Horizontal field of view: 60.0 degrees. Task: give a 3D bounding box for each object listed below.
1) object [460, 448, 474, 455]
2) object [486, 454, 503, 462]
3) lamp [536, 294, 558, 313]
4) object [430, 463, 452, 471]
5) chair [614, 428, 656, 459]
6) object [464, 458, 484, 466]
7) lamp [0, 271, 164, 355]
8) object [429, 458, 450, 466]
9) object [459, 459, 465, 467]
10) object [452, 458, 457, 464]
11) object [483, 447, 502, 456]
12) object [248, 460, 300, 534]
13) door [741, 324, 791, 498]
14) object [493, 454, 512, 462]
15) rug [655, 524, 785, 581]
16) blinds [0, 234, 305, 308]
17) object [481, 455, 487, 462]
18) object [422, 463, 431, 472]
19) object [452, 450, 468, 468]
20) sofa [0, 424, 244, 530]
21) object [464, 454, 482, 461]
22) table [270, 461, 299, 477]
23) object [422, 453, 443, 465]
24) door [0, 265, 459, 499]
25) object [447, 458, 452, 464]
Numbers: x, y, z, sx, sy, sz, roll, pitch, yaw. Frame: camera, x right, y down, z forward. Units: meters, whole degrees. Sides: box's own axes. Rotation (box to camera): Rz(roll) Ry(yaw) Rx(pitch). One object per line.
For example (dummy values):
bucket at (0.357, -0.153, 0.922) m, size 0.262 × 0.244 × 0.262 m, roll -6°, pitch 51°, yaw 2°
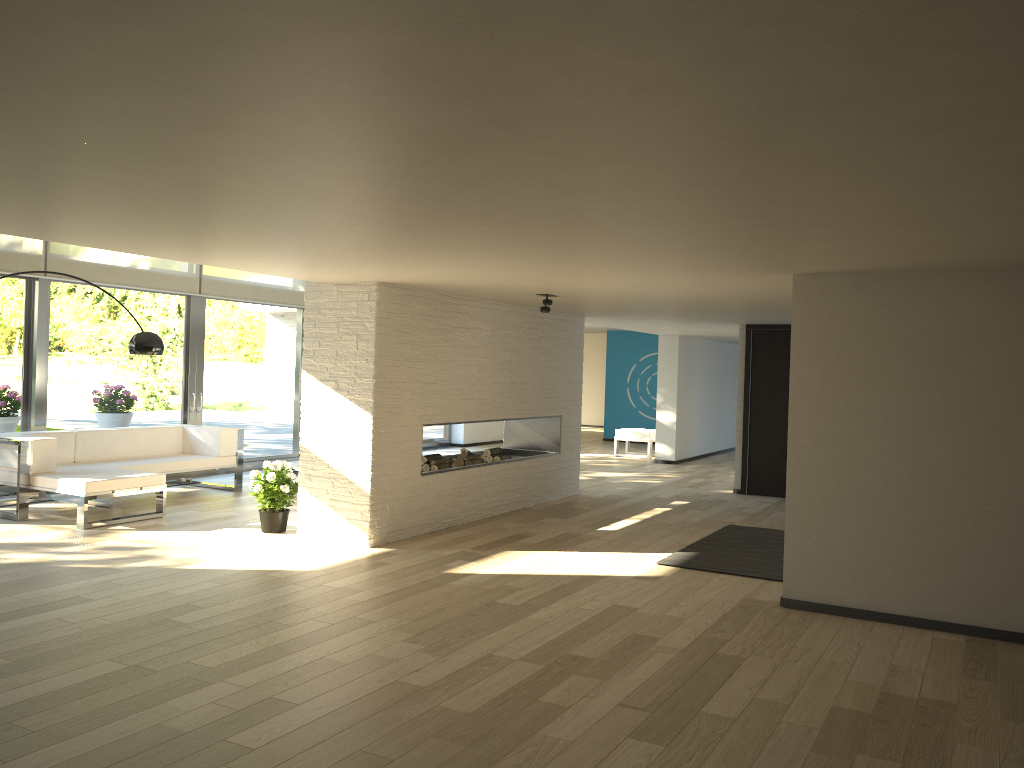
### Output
object at (-0.403, 0.689, 8.479) m, size 0.093 × 0.170 × 0.271 m, roll 2°, pitch 1°, yaw 27°
object at (-0.169, 0.739, 8.834) m, size 0.076 × 0.076 × 0.236 m, roll 2°, pitch 1°, yaw 27°
lamp at (0.277, -0.648, 7.192) m, size 0.135 × 0.153 × 0.234 m, roll 2°, pitch 1°, yaw 29°
object at (-0.624, 0.740, 7.833) m, size 0.082 × 0.073 × 0.237 m, roll 2°, pitch 1°, yaw 28°
chair at (2.072, 0.965, 14.498) m, size 0.611 × 0.442 × 0.610 m, roll 2°, pitch 1°, yaw 29°
object at (-0.352, 0.741, 8.333) m, size 0.082 × 0.073 × 0.237 m, roll 2°, pitch 1°, yaw 28°
lamp at (-3.803, 0.085, 7.269) m, size 1.753 × 2.024 × 0.282 m, roll 2°, pitch 0°, yaw -19°
object at (-0.644, 0.697, 7.872) m, size 0.064 × 0.060 × 0.229 m, roll 2°, pitch 1°, yaw 30°
object at (-0.426, 0.738, 8.362) m, size 0.076 × 0.076 × 0.236 m, roll 2°, pitch 1°, yaw 27°
object at (-0.485, 0.736, 8.408) m, size 0.075 × 0.074 × 0.245 m, roll 2°, pitch 1°, yaw 27°
object at (-0.192, 0.674, 8.859) m, size 0.082 × 0.073 × 0.237 m, roll 2°, pitch 1°, yaw 28°
object at (-1.869, 0.889, 7.028) m, size 0.430 × 0.571 × 0.405 m, roll 2°, pitch 0°, yaw -40°
door at (3.071, 0.304, 9.970) m, size 0.920 × 1.947 × 0.108 m, roll 2°, pitch 0°, yaw 29°
object at (-0.095, 0.742, 8.805) m, size 0.082 × 0.073 × 0.237 m, roll 2°, pitch 1°, yaw 28°
rug at (1.912, 1.281, 6.883) m, size 0.979 × 0.011 × 1.998 m, roll 2°, pitch 1°, yaw 29°
blinds at (-3.560, -1.490, 10.114) m, size 0.056 × 0.984 × 11.528 m, roll 2°, pitch 1°, yaw 29°
object at (-0.227, 0.737, 8.880) m, size 0.075 × 0.074 × 0.245 m, roll 2°, pitch 1°, yaw 27°
object at (-0.699, 0.737, 7.862) m, size 0.076 × 0.076 × 0.236 m, roll 2°, pitch 1°, yaw 27°
object at (-0.493, 0.692, 8.208) m, size 0.064 × 0.165 × 0.225 m, roll 2°, pitch 1°, yaw 28°
sofa at (-3.438, 0.776, 8.189) m, size 1.546 × 0.654 × 2.404 m, roll 2°, pitch 1°, yaw 29°
object at (-0.372, 0.698, 8.372) m, size 0.064 × 0.060 × 0.229 m, roll 2°, pitch 1°, yaw 30°
table at (-1.650, 0.990, 9.283) m, size 1.220 × 0.305 × 1.220 m, roll 2°, pitch 1°, yaw 29°
object at (-0.723, 0.669, 7.892) m, size 0.093 × 0.088 × 0.260 m, roll 2°, pitch 1°, yaw 27°
door at (-2.009, 0.082, 11.348) m, size 19.443 × 2.373 × 22.945 m, roll 2°, pitch 1°, yaw 29°
object at (-0.608, 0.734, 8.258) m, size 0.075 × 0.074 × 0.245 m, roll 2°, pitch 1°, yaw 7°
